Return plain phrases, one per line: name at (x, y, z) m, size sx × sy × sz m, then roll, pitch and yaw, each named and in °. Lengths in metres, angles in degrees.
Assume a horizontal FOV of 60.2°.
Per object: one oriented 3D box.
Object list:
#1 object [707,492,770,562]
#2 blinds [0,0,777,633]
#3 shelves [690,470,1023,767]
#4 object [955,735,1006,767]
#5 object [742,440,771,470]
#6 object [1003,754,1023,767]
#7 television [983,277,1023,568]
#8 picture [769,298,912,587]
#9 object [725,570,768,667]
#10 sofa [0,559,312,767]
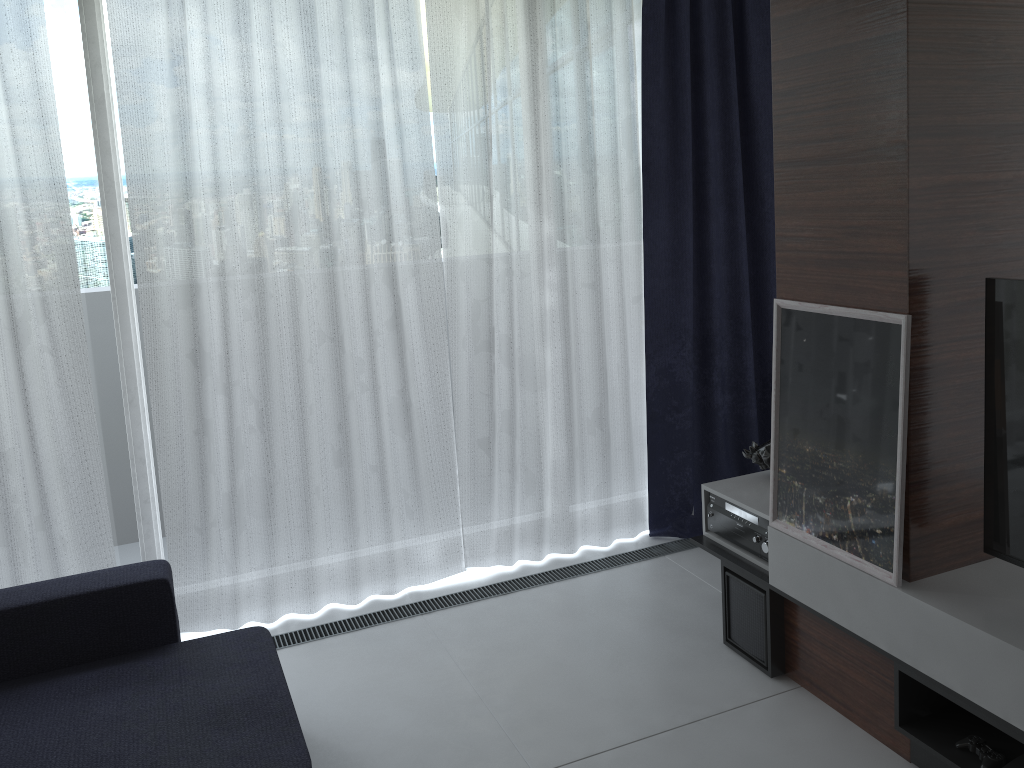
object at (0.921, 0.463, 3.021) m, size 0.370 × 0.148 × 0.373 m, roll -8°, pitch 12°, yaw -22°
blinds at (-0.386, 0.068, 0.588) m, size 7.156 × 2.739 × 5.863 m, roll -7°, pitch 12°, yaw -18°
shelves at (1.491, 0.751, 2.232) m, size 0.876 × 0.493 × 2.374 m, roll -8°, pitch 13°, yaw -22°
object at (1.144, 0.895, 2.152) m, size 0.071 × 0.036 × 0.114 m, roll -5°, pitch 12°, yaw -9°
object at (0.981, 0.260, 3.143) m, size 0.311 × 0.148 × 0.139 m, roll 2°, pitch 11°, yaw 25°
object at (1.321, 0.912, 1.948) m, size 0.315 × 0.066 × 0.317 m, roll -8°, pitch 13°, yaw -22°
television at (1.443, 0.227, 1.653) m, size 0.299 × 0.776 × 1.243 m, roll -6°, pitch 11°, yaw -22°
picture at (0.891, 0.132, 2.455) m, size 0.053 × 0.692 × 0.505 m, roll -6°, pitch 9°, yaw -22°
object at (0.877, 0.749, 2.928) m, size 0.255 × 0.248 × 0.215 m, roll -7°, pitch 10°, yaw -22°
sofa at (-1.142, 1.069, 1.221) m, size 1.906 × 0.600 × 2.902 m, roll -8°, pitch 13°, yaw -22°
